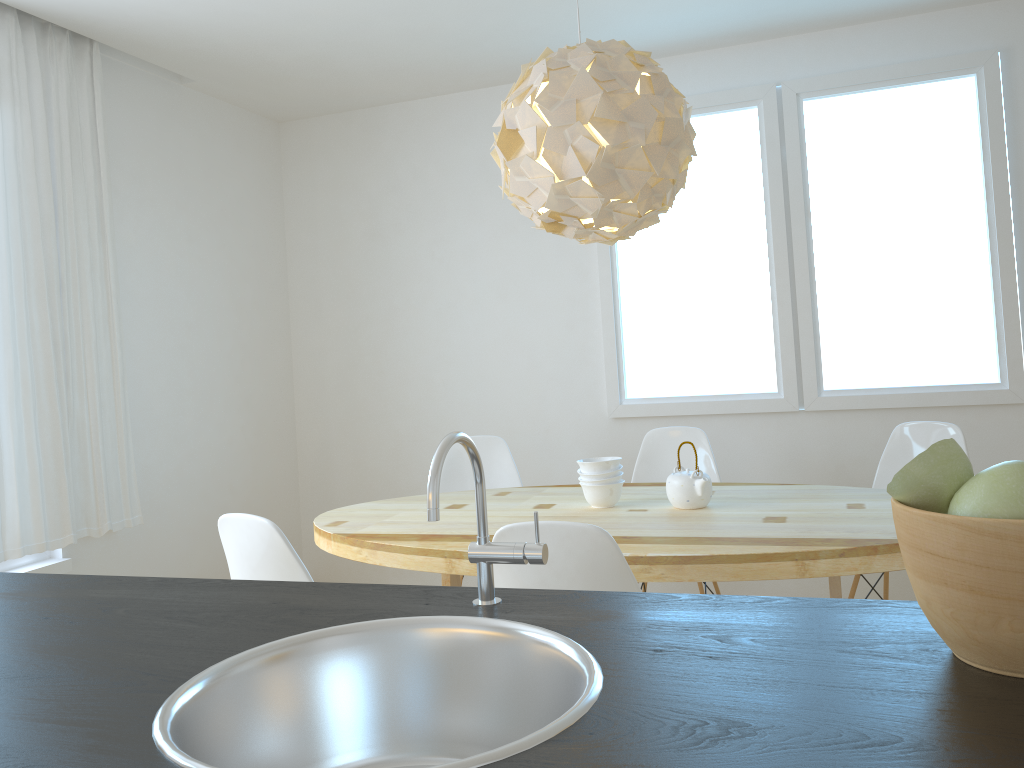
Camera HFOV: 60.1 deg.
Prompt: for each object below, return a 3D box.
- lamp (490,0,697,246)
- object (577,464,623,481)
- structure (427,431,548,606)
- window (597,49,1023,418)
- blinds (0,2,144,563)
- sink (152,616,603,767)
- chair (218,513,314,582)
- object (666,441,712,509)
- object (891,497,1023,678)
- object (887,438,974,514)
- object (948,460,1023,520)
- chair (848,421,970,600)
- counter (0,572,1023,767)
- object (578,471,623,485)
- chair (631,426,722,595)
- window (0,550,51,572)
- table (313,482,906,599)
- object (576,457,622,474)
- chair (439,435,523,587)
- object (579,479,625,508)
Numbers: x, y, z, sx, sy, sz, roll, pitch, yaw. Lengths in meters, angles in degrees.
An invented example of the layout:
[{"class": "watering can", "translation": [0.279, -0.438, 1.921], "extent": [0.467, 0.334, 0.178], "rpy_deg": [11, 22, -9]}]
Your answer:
[{"class": "lamp", "translation": [0.244, -0.999, 2.829], "extent": [0.638, 1.137, 0.647], "rpy_deg": [-4, -1, 19]}, {"class": "object", "translation": [0.295, 0.320, 2.953], "extent": [0.151, 0.096, 0.151], "rpy_deg": [-3, 1, 36]}, {"class": "structure", "translation": [-0.030, 0.161, 1.017], "extent": [0.097, 0.215, 0.162], "rpy_deg": [-4, -1, 20]}, {"class": "window", "translation": [0.944, -0.359, 3.094], "extent": [1.877, 2.056, 2.551], "rpy_deg": [-4, 0, 20]}, {"class": "blinds", "translation": [-1.811, -0.441, 3.523], "extent": [0.150, 2.163, 0.795], "rpy_deg": [-4, -1, 20]}, {"class": "sink", "translation": [-0.114, 0.354, 0.824], "extent": [0.404, 0.157, 0.403], "rpy_deg": [-4, 2, -29]}, {"class": "chair", "translation": [-0.467, 0.752, 2.359], "extent": [0.429, 0.903, 0.524], "rpy_deg": [-4, -1, 40]}, {"class": "object", "translation": [0.563, 0.291, 2.837], "extent": [0.147, 0.212, 0.177], "rpy_deg": [-4, 0, 19]}, {"class": "object", "translation": [0.459, 0.175, 0.800], "extent": [0.205, 0.142, 0.204], "rpy_deg": [-4, 1, -19]}, {"class": "object", "translation": [0.391, 0.086, 0.828], "extent": [0.074, 0.072, 0.077], "rpy_deg": [-3, 0, 44]}, {"class": "object", "translation": [0.429, 0.115, 0.762], "extent": [0.102, 0.099, 0.087], "rpy_deg": [-3, 0, 40]}, {"class": "chair", "translation": [1.416, 0.609, 3.189], "extent": [0.524, 0.903, 0.429], "rpy_deg": [-3, -1, -40]}, {"class": "counter", "translation": [-0.402, 0.313, 0.962], "extent": [2.397, 0.040, 0.601], "rpy_deg": [-3, 2, 19]}, {"class": "object", "translation": [0.299, 0.344, 2.955], "extent": [0.151, 0.093, 0.151], "rpy_deg": [-4, 1, -31]}, {"class": "chair", "translation": [0.640, 0.646, 3.535], "extent": [0.429, 0.903, 0.523], "rpy_deg": [-4, -1, 20]}, {"class": "window", "translation": [-2.422, -0.182, 2.342], "extent": [0.088, 1.920, 2.729], "rpy_deg": [-4, 0, 20]}, {"class": "table", "translation": [0.383, 0.771, 2.826], "extent": [2.187, 0.726, 1.194], "rpy_deg": [-3, 1, 18]}, {"class": "object", "translation": [0.294, 0.292, 2.957], "extent": [0.152, 0.087, 0.151], "rpy_deg": [-4, 1, -42]}, {"class": "chair", "translation": [-0.109, 0.687, 3.671], "extent": [0.430, 0.903, 0.522], "rpy_deg": [-3, -1, -5]}, {"class": "object", "translation": [0.303, 0.367, 2.956], "extent": [0.152, 0.083, 0.151], "rpy_deg": [-4, 1, -31]}]
